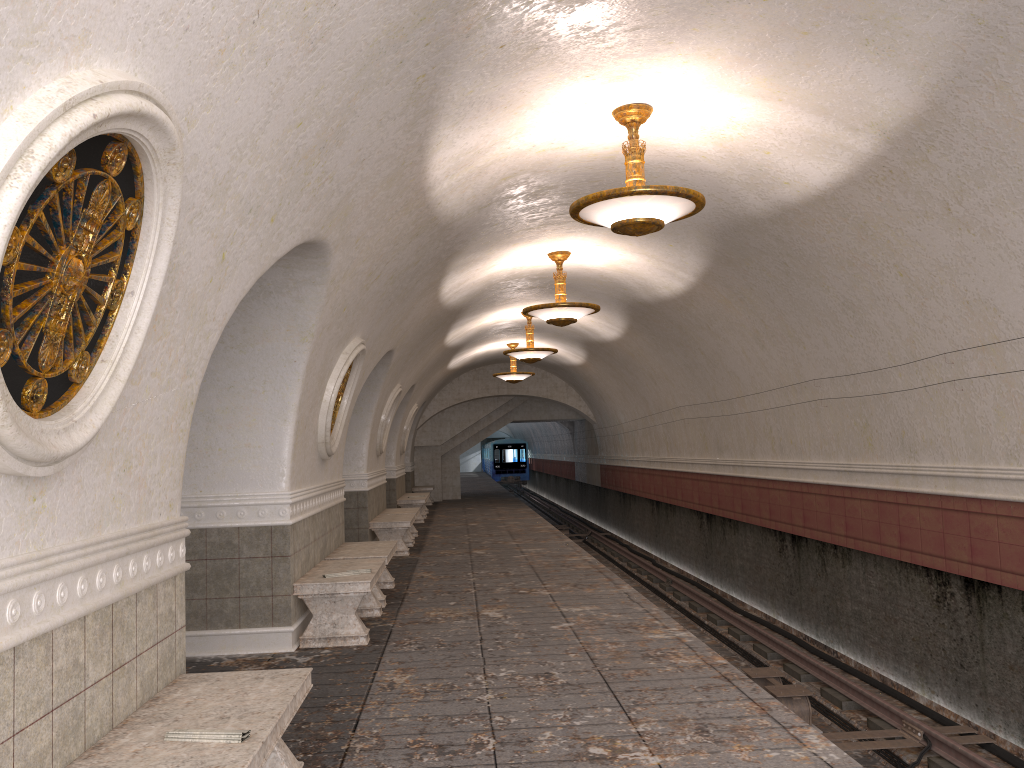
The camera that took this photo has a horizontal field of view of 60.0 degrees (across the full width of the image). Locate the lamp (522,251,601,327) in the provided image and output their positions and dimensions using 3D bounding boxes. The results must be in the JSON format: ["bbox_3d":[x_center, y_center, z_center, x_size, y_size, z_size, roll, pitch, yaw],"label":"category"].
[{"bbox_3d":[0.626,-1.209,11.448,1.008,0.955,1.008,-3,-4,12],"label":"lamp"}]

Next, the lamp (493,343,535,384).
[{"bbox_3d":[0.033,-0.478,21.060,1.008,0.955,1.008,-6,-6,42],"label":"lamp"}]

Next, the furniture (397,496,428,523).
[{"bbox_3d":[-2.192,2.777,19.633,0.613,0.508,1.509,-2,-4,-4],"label":"furniture"}]

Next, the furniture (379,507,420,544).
[{"bbox_3d":[-1.929,2.453,15.372,0.613,0.508,1.509,-2,-4,-4],"label":"furniture"}]

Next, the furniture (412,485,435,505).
[{"bbox_3d":[-2.579,3.254,25.905,0.613,0.508,1.509,-2,-4,-4],"label":"furniture"}]

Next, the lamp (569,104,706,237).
[{"bbox_3d":[0.922,-1.575,6.641,1.008,0.955,1.008,0,-4,-20],"label":"lamp"}]

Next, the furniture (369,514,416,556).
[{"bbox_3d":[-1.826,2.326,13.699,0.613,0.508,1.509,-2,-4,-4],"label":"furniture"}]

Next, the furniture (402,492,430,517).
[{"bbox_3d":[-2.295,2.904,21.306,0.613,0.508,1.509,-2,-4,-4],"label":"furniture"}]

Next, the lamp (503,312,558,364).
[{"bbox_3d":[0.329,-0.844,16.253,1.008,0.955,1.008,-3,-4,12],"label":"lamp"}]

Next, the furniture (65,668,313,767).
[{"bbox_3d":[-1.191,1.543,3.399,0.613,0.508,1.509,-2,-4,-4],"label":"furniture"}]

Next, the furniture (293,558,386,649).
[{"bbox_3d":[-1.457,1.870,7.706,0.613,0.508,1.509,-2,-4,-4],"label":"furniture"}]

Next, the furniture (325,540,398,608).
[{"bbox_3d":[-1.560,1.997,9.380,0.613,0.508,1.509,-2,-4,-4],"label":"furniture"}]
